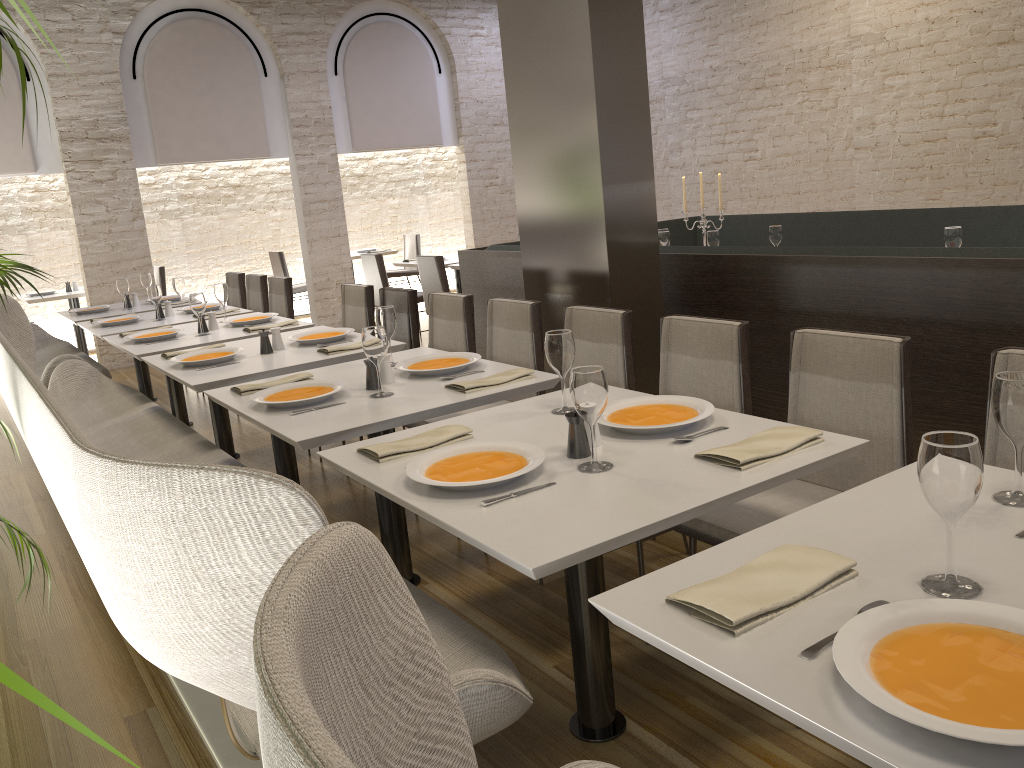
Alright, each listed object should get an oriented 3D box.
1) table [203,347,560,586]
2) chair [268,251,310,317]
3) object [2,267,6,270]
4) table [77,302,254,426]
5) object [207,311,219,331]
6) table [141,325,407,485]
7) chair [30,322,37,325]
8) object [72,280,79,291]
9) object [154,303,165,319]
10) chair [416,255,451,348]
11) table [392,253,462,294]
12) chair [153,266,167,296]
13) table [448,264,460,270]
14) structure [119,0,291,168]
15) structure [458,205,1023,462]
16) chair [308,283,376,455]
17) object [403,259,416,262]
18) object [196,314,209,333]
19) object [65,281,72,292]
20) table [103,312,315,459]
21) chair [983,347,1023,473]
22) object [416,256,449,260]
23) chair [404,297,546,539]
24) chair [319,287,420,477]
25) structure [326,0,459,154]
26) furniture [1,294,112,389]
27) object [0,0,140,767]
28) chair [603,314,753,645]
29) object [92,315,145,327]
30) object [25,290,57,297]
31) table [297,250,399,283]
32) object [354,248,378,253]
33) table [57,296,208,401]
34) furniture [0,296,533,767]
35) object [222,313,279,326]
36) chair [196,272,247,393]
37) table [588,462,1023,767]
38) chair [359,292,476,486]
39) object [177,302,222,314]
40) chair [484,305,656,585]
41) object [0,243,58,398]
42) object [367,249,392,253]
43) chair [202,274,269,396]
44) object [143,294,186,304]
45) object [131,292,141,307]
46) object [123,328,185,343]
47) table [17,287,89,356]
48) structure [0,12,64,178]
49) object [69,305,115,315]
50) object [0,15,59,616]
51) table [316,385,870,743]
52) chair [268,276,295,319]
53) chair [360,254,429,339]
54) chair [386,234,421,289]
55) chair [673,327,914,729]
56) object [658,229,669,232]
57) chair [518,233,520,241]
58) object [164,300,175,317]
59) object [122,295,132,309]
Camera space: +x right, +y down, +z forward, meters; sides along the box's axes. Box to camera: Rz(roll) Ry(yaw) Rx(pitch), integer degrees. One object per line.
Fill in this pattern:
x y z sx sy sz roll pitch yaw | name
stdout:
-0.455 0.369 3.210 0.940 0.754 1.014 -13 14 -31 | table
-2.531 -1.163 10.603 0.568 0.899 0.413 -13 13 -32 | chair
-3.994 -0.448 5.694 1.189 1.960 1.153 3 14 38 | object
-2.314 -0.081 6.028 0.940 0.754 1.014 -13 14 -31 | table
-1.703 -0.363 5.037 0.059 0.108 0.060 -5 11 3 | object
-1.096 0.214 4.183 0.940 0.754 1.014 -13 14 -31 | table
-5.119 -0.537 8.961 0.568 0.899 0.413 -13 13 -32 | chair
-4.562 -1.028 9.251 0.059 0.108 0.059 -12 13 -30 | object
-2.341 -0.489 5.879 0.059 0.108 0.060 -5 11 3 | object
-0.434 -0.656 7.424 0.568 0.899 0.413 -13 13 -32 | chair
-0.496 -0.863 8.699 0.940 0.754 1.014 -13 14 -31 | table
-4.029 -0.801 9.652 0.568 0.899 0.413 -13 13 -32 | chair
0.129 -0.711 7.752 0.940 0.754 1.014 -13 14 -31 | table
-3.172 -3.124 9.096 1.640 1.662 0.098 -13 13 -32 | structure
3.588 -0.009 2.563 2.381 0.993 10.788 -13 15 -31 | structure
-1.089 -0.110 5.291 0.568 0.899 0.413 -13 13 -32 | chair
-0.931 -1.234 8.779 0.274 0.033 0.143 -14 15 -32 | object
-1.737 -0.342 4.962 0.059 0.108 0.060 -5 11 3 | object
-4.595 -1.008 9.176 0.059 0.108 0.059 -12 13 -30 | object
-1.709 0.065 5.112 0.940 0.754 1.014 -13 14 -31 | table
1.118 0.424 1.945 0.568 0.899 0.413 -13 13 -32 | chair
-0.760 -1.192 8.485 0.321 0.036 0.324 -3 13 13 | object
-0.148 0.117 3.865 0.568 0.899 0.413 -13 13 -32 | chair
-0.783 -0.036 4.827 0.568 0.899 0.413 -13 13 -32 | chair
-1.410 -3.550 10.213 1.640 1.662 0.098 -13 13 -32 | structure
-3.342 -0.186 6.184 0.710 1.089 2.594 -13 14 -31 | furniture
-0.396 0.429 0.215 1.145 1.960 1.197 -6 11 -2 | object
0.485 0.271 2.905 0.568 0.899 0.413 -13 13 -32 | chair
-2.578 -0.411 5.814 0.321 0.036 0.324 -5 13 5 | object
-4.832 -0.930 9.111 0.321 0.036 0.324 -5 13 3 | object
-1.991 -1.223 10.959 0.940 0.754 1.014 -13 14 -31 | table
-1.807 -1.660 11.027 0.321 0.036 0.324 -5 13 3 | object
-2.939 -0.233 6.976 0.940 0.754 1.014 -13 14 -31 | table
-1.328 0.302 3.130 0.711 1.089 4.492 -13 14 -31 | furniture
-1.526 -0.372 5.179 0.321 0.036 0.324 -5 13 5 | object
-2.485 -0.449 7.407 0.568 0.899 0.413 -13 13 -32 | chair
0.820 0.678 1.278 0.940 0.754 1.014 -13 14 -31 | table
-0.460 0.042 4.338 0.568 0.899 0.413 -13 13 -32 | chair
-2.130 -0.518 6.095 0.321 0.036 0.324 -5 13 5 | object
0.176 0.196 3.374 0.568 0.899 0.413 -13 13 -32 | chair
-2.657 -0.118 3.639 1.187 1.960 1.154 -4 11 8 | object
-1.611 -1.605 10.728 0.274 0.033 0.143 -14 15 -32 | object
-2.168 -0.372 6.927 0.568 0.899 0.413 -13 13 -32 | chair
-2.755 -0.670 7.043 0.321 0.036 0.324 -5 13 5 | object
-2.933 -0.660 6.901 0.059 0.108 0.060 -5 11 3 | object
-1.973 -0.264 4.897 0.321 0.036 0.324 -5 13 5 | object
-4.568 -0.600 9.325 0.940 0.754 1.014 -13 14 -31 | table
-5.050 -2.670 7.905 1.640 1.662 0.098 -13 13 -32 | structure
-3.203 -0.562 6.761 0.321 0.036 0.324 -5 13 5 | object
-1.554 0.148 1.969 1.145 1.960 1.197 -6 11 -2 | object
0.182 0.523 2.245 0.940 0.754 1.014 -13 14 -31 | table
-1.861 -0.298 6.462 0.568 0.899 0.413 -13 13 -32 | chair
-1.056 -0.806 8.367 0.568 0.899 0.413 -13 13 -32 | chair
-1.440 -1.427 11.294 0.568 0.899 0.413 -13 13 -32 | chair
0.792 0.345 2.439 0.568 0.899 0.413 -13 13 -32 | chair
1.085 -0.990 6.324 0.086 0.229 0.087 0 12 27 | object
0.034 -1.070 9.058 0.568 0.899 0.413 -13 13 -32 | chair
-2.308 -0.509 5.954 0.059 0.108 0.060 -5 11 3 | object
-2.966 -0.640 6.826 0.059 0.108 0.060 -5 11 3 | object
